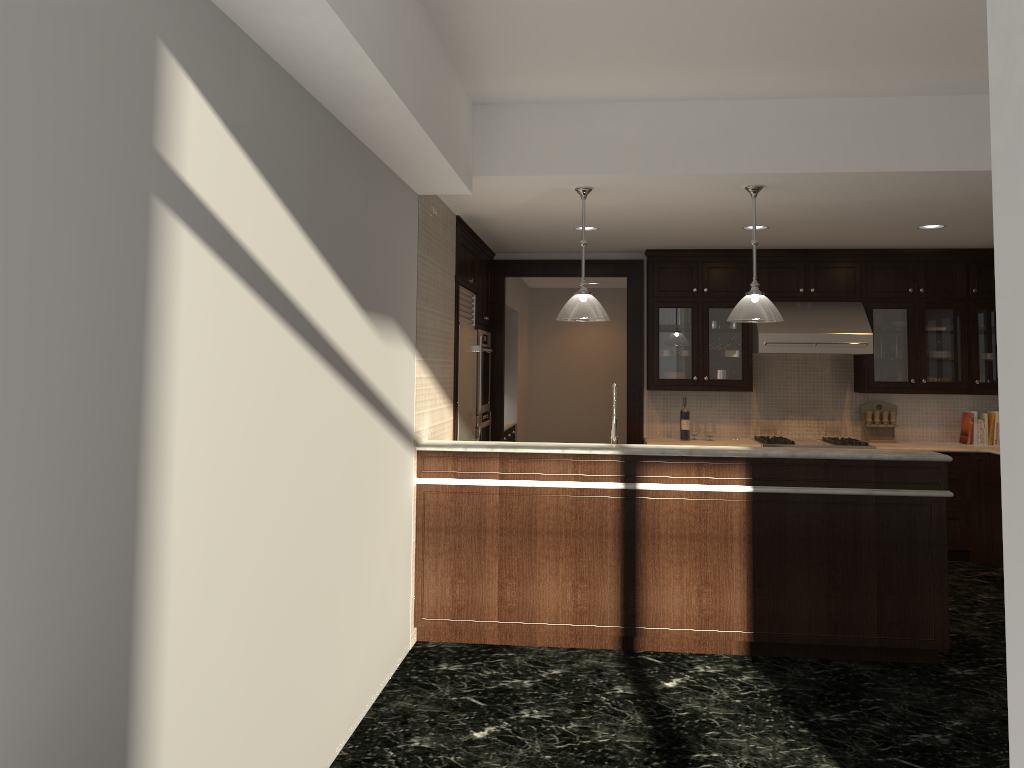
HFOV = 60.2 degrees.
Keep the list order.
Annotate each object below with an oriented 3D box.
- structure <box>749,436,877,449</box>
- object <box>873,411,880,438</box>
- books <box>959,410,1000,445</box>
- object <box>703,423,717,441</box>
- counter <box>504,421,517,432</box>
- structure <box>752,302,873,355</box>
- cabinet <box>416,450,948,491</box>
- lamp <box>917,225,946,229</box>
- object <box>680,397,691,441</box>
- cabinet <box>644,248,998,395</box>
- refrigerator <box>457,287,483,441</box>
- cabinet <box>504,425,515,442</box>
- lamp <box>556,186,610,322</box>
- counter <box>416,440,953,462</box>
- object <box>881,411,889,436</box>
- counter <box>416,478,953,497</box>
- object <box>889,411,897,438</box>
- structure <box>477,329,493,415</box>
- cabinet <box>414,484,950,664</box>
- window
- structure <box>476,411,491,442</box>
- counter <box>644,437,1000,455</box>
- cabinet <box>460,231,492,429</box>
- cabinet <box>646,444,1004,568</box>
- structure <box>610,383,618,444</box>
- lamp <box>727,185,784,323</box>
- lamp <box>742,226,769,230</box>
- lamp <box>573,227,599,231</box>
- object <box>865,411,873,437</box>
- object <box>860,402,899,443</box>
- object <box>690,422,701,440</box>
[{"bbox_3d":[2.550,0.894,7.544,0.906,0.843,0.716,0,-2,6],"label":"structure"},{"bbox_3d":[3.205,0.354,7.754,0.061,0.239,0.060,2,-4,-24],"label":"object"},{"bbox_3d":[4.215,0.368,7.654,0.603,0.313,0.193,1,-3,5],"label":"books"},{"bbox_3d":[1.727,0.419,7.699,0.112,0.152,0.112,1,-2,-2],"label":"object"},{"bbox_3d":[-0.390,0.457,9.280,0.709,0.032,1.849,1,1,6],"label":"counter"},{"bbox_3d":[2.568,-0.500,7.674,0.930,0.481,0.637,1,-1,6],"label":"structure"},{"bbox_3d":[0.890,0.462,4.921,2.835,0.154,0.291,1,0,6],"label":"cabinet"},{"bbox_3d":[3.082,-1.218,6.489,0.197,0.137,0.197,0,-1,41],"label":"lamp"},{"bbox_3d":[1.512,0.303,7.714,0.094,0.380,0.094,-1,-4,21],"label":"object"},{"bbox_3d":[2.775,-0.537,6.822,3.366,1.263,2.299,1,0,6],"label":"cabinet"},{"bbox_3d":[-0.630,0.334,6.777,0.687,2.136,0.884,0,-4,6],"label":"refrigerator"},{"bbox_3d":[-0.067,0.854,9.217,0.057,0.750,1.785,0,0,6],"label":"cabinet"},{"bbox_3d":[0.420,-0.766,5.196,0.317,0.789,0.315,-1,-4,20],"label":"lamp"},{"bbox_3d":[0.902,0.370,4.926,2.853,0.032,0.327,1,1,6],"label":"counter"},{"bbox_3d":[3.276,0.349,7.747,0.061,0.227,0.060,2,-4,-24],"label":"object"},{"bbox_3d":[0.930,0.548,5.273,2.868,0.032,1.050,1,1,6],"label":"counter"},{"bbox_3d":[3.342,0.355,7.740,0.061,0.239,0.061,3,-5,-30],"label":"object"},{"bbox_3d":[-0.494,-0.110,7.679,0.613,0.706,0.754,0,-1,6],"label":"structure"},{"bbox_3d":[0.929,0.992,5.244,2.846,0.919,1.021,1,-1,6],"label":"cabinet"},{"bbox_3d":[0.269,-0.175,1.104,2.310,2.217,0.151,1,-4,5],"label":"window"},{"bbox_3d":[-0.545,0.447,7.642,0.665,0.391,0.760,1,0,6],"label":"structure"},{"bbox_3d":[2.760,0.540,6.737,3.367,0.032,2.307,1,1,6],"label":"counter"},{"bbox_3d":[-0.581,0.080,7.204,0.756,2.438,1.834,0,-2,6],"label":"cabinet"},{"bbox_3d":[2.755,0.999,6.703,3.367,0.886,2.307,1,0,6],"label":"cabinet"},{"bbox_3d":[0.621,0.262,5.364,0.051,0.534,0.242,0,-3,5],"label":"structure"},{"bbox_3d":[1.399,-0.753,5.094,0.317,0.789,0.315,-1,-4,20],"label":"lamp"},{"bbox_3d":[1.825,-1.235,6.619,0.197,0.137,0.197,1,-1,-29],"label":"lamp"},{"bbox_3d":[0.568,-1.251,6.750,0.197,0.137,0.197,0,-1,11],"label":"lamp"},{"bbox_3d":[3.139,0.348,7.761,0.061,0.230,0.060,1,-4,-12],"label":"object"},{"bbox_3d":[3.242,0.335,7.762,0.316,0.352,0.110,0,-4,6],"label":"object"},{"bbox_3d":[1.610,0.416,7.798,0.112,0.152,0.112,1,-2,-2],"label":"object"}]
